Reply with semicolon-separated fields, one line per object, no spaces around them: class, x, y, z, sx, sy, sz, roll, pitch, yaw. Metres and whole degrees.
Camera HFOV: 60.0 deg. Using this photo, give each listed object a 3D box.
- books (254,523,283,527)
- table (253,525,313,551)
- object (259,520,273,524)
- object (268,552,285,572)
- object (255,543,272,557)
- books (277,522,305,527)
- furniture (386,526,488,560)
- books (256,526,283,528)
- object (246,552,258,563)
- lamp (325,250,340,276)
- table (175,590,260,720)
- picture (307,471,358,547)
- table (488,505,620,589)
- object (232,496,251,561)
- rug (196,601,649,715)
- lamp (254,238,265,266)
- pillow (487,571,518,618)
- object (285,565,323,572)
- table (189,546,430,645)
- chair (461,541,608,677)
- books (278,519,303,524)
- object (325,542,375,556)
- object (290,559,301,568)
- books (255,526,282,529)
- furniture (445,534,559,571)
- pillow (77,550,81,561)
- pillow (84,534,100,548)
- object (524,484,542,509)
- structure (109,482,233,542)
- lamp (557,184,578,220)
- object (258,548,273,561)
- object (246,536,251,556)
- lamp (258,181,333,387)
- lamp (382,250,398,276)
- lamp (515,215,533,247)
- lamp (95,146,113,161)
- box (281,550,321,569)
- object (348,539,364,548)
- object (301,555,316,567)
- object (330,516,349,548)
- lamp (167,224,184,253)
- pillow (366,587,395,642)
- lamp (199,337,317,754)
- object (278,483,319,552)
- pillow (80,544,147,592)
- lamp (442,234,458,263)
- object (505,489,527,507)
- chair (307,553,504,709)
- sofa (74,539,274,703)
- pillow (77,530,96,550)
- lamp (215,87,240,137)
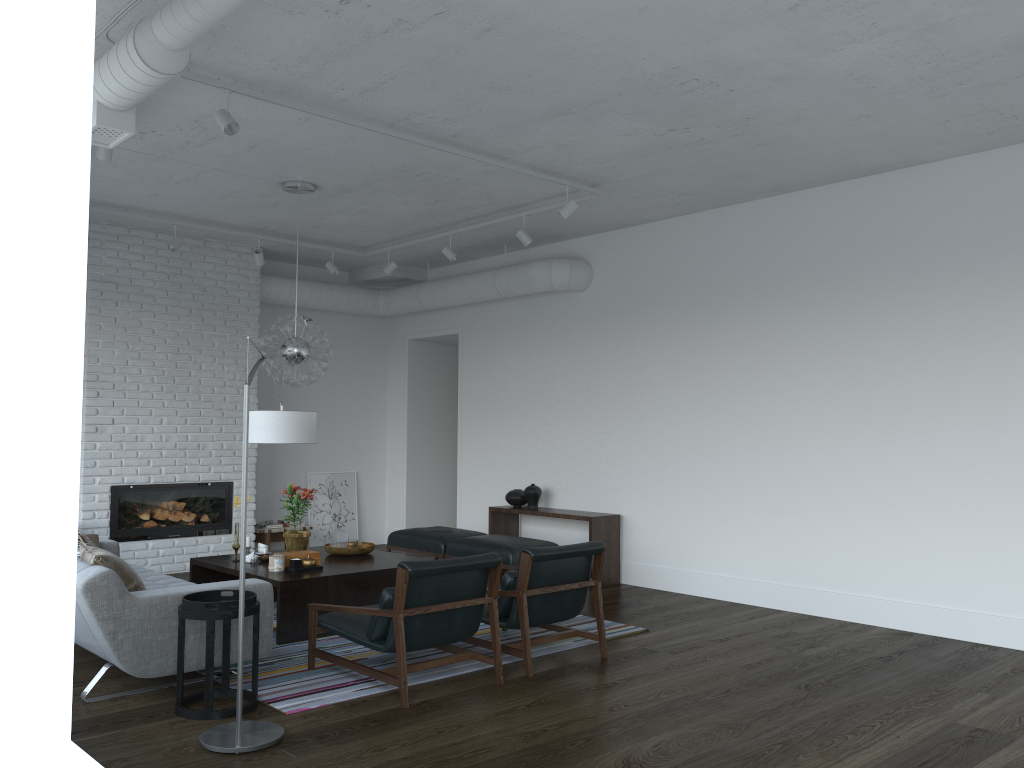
books;-2.551;1.470;9.264;0.202;0.019;0.280;4;-5;-45
table;-2.463;1.676;9.335;0.605;0.345;0.405;3;-4;-43
object;-2.568;1.442;9.260;0.093;0.038;0.134;0;-3;14
object;-1.576;1.198;5.961;0.117;0.116;0.106;-1;-4;27
object;-1.842;1.230;6.563;0.121;0.113;0.124;2;-3;-23
books;-2.358;1.497;9.459;0.185;0.032;0.267;4;-5;-45
furniture;-0.650;1.539;7.963;0.584;0.478;0.828;3;-4;-43
books;-2.542;1.484;9.257;0.171;0.011;0.306;3;-4;-44
object;-1.876;1.242;6.344;0.124;0.078;0.069;-1;-4;30
lamp;-1.788;-1.217;8.837;0.154;0.285;0.093;-1;-4;25
table;-1.427;1.301;4.311;0.379;0.536;0.379;2;-4;-26
picture;-2.043;1.447;10.132;0.637;0.884;0.093;3;-4;-43
table;0.369;1.495;8.307;0.375;0.617;1.362;3;-4;-43
object;-1.967;1.044;6.436;0.121;0.470;0.120;2;-4;-27
rug;-1.343;1.687;6.495;2.735;0.012;3.760;3;-4;-43
lamp;-2.371;-1.251;8.303;0.097;0.285;0.154;1;-3;-3
pillow;0.138;1.240;5.321;0.612;0.293;0.246;3;-4;-43
object;-1.409;1.248;6.012;0.214;0.023;0.130;3;-4;-43
table;-1.433;1.482;6.471;1.306;0.394;1.362;3;-4;-43
chair;0.009;1.295;5.466;0.678;0.698;0.983;3;-4;-43
books;-2.364;1.469;9.466;0.173;0.025;0.238;4;-5;-45
object;-1.249;1.271;6.833;0.383;0.068;0.383;0;-3;0
object;-1.463;1.212;5.992;0.058;0.055;0.058;3;-4;-43
books;-2.547;1.496;9.266;0.172;0.011;0.273;3;-4;-44
furniture;-0.071;1.509;7.339;0.583;0.476;0.827;3;-4;-43
pillow;-2.421;1.089;5.097;0.346;0.283;0.578;3;-4;-42
pillow;-3.063;1.152;6.152;0.427;0.261;0.236;3;-4;-41
object;0.202;1.081;8.559;0.171;0.236;0.171;3;-4;-38
structure;-3.386;1.237;8.588;1.168;0.578;0.675;3;-4;-43
lamp;0.406;-1.334;6.455;0.154;0.285;0.088;0;-3;2
object;-1.785;1.231;6.410;0.102;0.098;0.102;1;-3;-3
object;-1.931;1.196;6.488;0.098;0.174;0.098;-2;-4;41
lamp;-1.640;-0.749;6.758;0.552;1.546;0.552;-2;-4;35
lamp;-1.210;-1.215;8.799;0.154;0.285;0.104;1;-3;-3
lamp;0.102;-1.286;7.367;0.154;0.285;0.100;2;-3;-20
lamp;-2.339;-1.430;5.105;0.087;0.285;0.154;3;-4;-34
box;-1.493;1.221;6.168;0.294;0.093;0.169;3;-4;-43
object;-1.216;1.260;6.888;0.085;0.089;0.195;3;-4;-33
object;-1.386;1.204;6.037;0.103;0.077;0.103;-1;-3;19
object;-1.326;1.158;6.814;0.143;0.288;0.143;-1;-3;19
lamp;-2.949;-1.285;7.768;0.090;0.285;0.154;0;-3;15
pillow;-0.480;1.204;4.750;0.612;0.293;0.246;3;-4;-43
lamp;-1.336;0.721;4.763;0.432;1.738;2.162;1;-3;-9
object;-1.613;1.016;6.662;0.275;0.558;0.284;0;-3;9
pillow;-2.092;1.036;4.680;0.298;0.338;0.597;3;-4;-33
lamp;-0.566;-1.250;8.090;0.154;0.285;0.094;-1;-3;20
object;0.054;1.123;8.735;0.245;0.168;0.245;-2;-4;39
chair;-0.609;1.258;4.895;0.678;0.698;0.983;3;-4;-43
sofa;-2.491;1.277;5.349;0.991;0.684;2.541;3;-4;-43
pillow;-2.762;1.069;5.651;0.271;0.340;0.576;3;-4;-39
lamp;-1.507;-1.447;4.686;0.154;0.285;0.095;-2;-4;40
